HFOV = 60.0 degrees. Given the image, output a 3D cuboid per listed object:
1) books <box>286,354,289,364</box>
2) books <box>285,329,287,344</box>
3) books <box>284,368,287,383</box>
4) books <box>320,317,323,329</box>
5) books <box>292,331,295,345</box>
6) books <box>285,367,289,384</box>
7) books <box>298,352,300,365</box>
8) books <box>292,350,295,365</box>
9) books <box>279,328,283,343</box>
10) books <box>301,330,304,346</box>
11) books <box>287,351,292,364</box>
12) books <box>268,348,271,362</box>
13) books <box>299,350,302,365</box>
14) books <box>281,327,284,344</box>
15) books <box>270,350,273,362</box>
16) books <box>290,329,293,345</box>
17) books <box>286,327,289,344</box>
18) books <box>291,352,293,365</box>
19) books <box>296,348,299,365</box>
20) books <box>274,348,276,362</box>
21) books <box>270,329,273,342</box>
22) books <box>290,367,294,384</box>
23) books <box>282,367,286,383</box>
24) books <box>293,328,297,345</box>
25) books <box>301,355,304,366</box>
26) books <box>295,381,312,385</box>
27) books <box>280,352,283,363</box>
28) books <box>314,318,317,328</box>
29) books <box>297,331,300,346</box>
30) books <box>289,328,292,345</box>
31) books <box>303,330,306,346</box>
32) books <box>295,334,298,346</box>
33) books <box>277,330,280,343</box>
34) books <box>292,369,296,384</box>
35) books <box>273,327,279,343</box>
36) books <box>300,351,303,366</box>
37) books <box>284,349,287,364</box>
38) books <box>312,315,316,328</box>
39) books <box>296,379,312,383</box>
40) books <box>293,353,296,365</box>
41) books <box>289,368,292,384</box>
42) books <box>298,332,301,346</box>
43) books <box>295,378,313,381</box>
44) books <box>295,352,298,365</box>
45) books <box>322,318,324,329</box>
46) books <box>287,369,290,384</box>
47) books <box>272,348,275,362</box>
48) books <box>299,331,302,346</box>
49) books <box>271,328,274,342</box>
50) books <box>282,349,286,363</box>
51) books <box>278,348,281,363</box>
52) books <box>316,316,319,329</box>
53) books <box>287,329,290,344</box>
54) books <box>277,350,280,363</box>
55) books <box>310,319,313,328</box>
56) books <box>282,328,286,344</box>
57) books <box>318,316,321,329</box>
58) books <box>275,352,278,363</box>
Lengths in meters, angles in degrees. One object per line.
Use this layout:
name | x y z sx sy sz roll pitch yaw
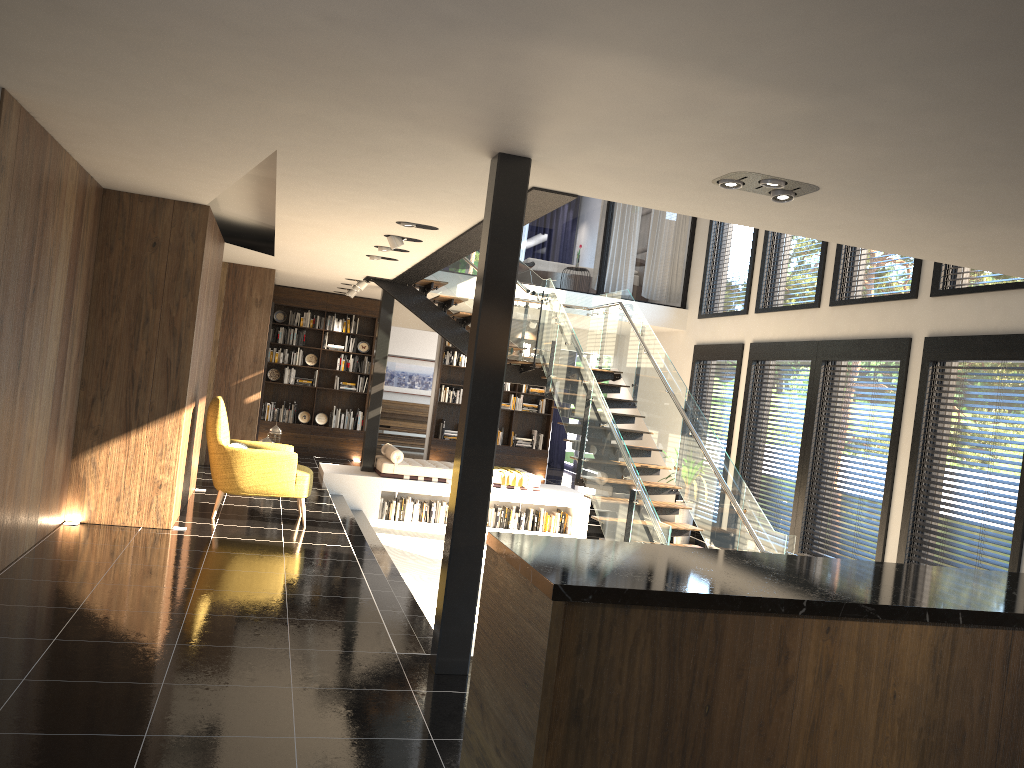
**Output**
books | -3.657 -0.410 14.419 0.026 0.167 0.173 7 0 -15
books | -3.664 -0.767 14.369 0.039 0.243 0.179 7 0 -15
books | -3.677 -0.138 14.393 0.026 0.257 0.192 7 0 -15
books | -3.121 -0.995 14.523 0.023 0.202 0.201 7 0 -15
books | -3.563 -0.743 14.430 0.024 0.220 0.123 7 0 -15
books | -3.658 -0.145 14.409 0.018 0.275 0.144 7 0 -15
books | -3.482 -0.410 14.469 0.018 0.210 0.157 7 0 -15
books | -3.564 -0.437 14.443 0.020 0.243 0.154 7 0 -15
books | -3.750 -0.783 14.364 0.035 0.255 0.183 7 0 -15
books | -3.421 -0.746 14.476 0.025 0.263 0.147 7 0 -15
books | -3.618 -0.430 14.436 0.053 0.216 0.151 7 0 -15
books | -3.930 -0.473 14.357 0.030 0.224 0.165 7 0 -15
books | -3.456 -0.432 14.463 0.021 0.260 0.197 7 0 -15
books | -3.722 -0.786 14.368 0.022 0.267 0.197 7 0 -15
books | -3.895 -0.452 14.362 0.045 0.192 0.164 7 0 -15
books | -3.588 -0.763 14.426 0.032 0.255 0.160 7 0 -15
books | -3.644 -0.787 14.405 0.015 0.287 0.154 7 0 -15
books | -3.577 -0.420 14.412 0.016 0.206 0.204 7 0 -15
books | -3.491 -0.449 14.450 0.018 0.284 0.198 7 0 -15
books | -3.846 -0.466 14.393 0.018 0.232 0.123 7 0 -15
books | -3.895 -0.781 14.351 0.023 0.215 0.148 7 0 -15
books | -3.583 -0.137 14.442 0.032 0.279 0.133 7 0 -15
books | -3.709 -0.145 14.422 0.020 0.264 0.152 7 0 -15
books | -3.529 -0.765 14.423 0.033 0.273 0.189 7 0 -15
books | -3.425 -0.388 14.485 0.015 0.181 0.136 7 0 -15
books | -3.409 -0.018 14.504 0.266 0.021 0.152 7 0 -17
books | -3.743 -0.428 14.388 0.035 0.180 0.164 7 0 -15
books | -3.212 -0.991 14.501 0.029 0.172 0.187 7 0 -15
books | -3.485 -0.743 14.461 0.028 0.240 0.148 7 0 -15
books | -3.605 -0.770 14.394 0.019 0.264 0.175 7 0 -15
books | -3.392 -0.745 14.484 0.035 0.266 0.133 7 0 -15
books | -3.504 -0.719 14.420 0.025 0.188 0.181 7 0 -15
books | -3.782 -0.762 14.357 0.025 0.204 0.192 7 0 -15
books | -3.559 -0.121 14.467 0.030 0.253 0.138 7 0 -15
books | -3.829 -0.793 14.370 0.066 0.255 0.127 7 0 -15
books | -3.442 -0.422 14.490 0.023 0.245 0.133 7 0 -15
books | -3.674 -0.448 14.399 0.026 0.237 0.164 7 0 -15
books | -3.246 -1.018 14.525 0.030 0.217 0.165 7 0 -15
books | -3.406 -0.045 14.504 0.244 0.033 0.142 7 0 -19
books | -3.543 -0.409 14.437 0.025 0.194 0.172 7 0 -15
books | -3.613 -0.134 14.442 0.024 0.265 0.147 7 0 -15
books | -3.462 -0.735 14.455 0.014 0.230 0.172 7 0 -15
books | -3.401 -0.069 14.492 0.293 0.016 0.174 7 0 -17
books | -3.523 -0.417 14.468 0.027 0.214 0.159 7 0 -15
books | -3.107 -0.989 14.561 0.024 0.194 0.182 7 0 -15
books | -3.642 -0.127 14.441 0.032 0.245 0.120 7 0 -15
books | -3.852 -0.469 14.342 0.022 0.235 0.194 7 0 -15
books | -3.444 -0.739 14.465 0.024 0.242 0.144 7 0 -15
books | -3.868 -0.786 14.339 0.023 0.231 0.143 7 0 -15
books | -3.709 -0.451 14.411 0.036 0.235 0.169 7 0 -15
books | -3.773 -0.459 14.408 0.019 0.236 0.139 7 0 -15
books | -3.187 -1.008 14.526 0.027 0.212 0.180 7 0 -15
books | -3.629 -0.769 14.407 0.018 0.256 0.172 7 0 -15
books | -3.794 -0.448 14.409 0.018 0.208 0.126 7 0 -15
books | -3.286 -0.989 14.525 0.040 0.149 0.125 7 0 -15
books | -3.700 -0.780 14.379 0.027 0.260 0.181 7 0 -15
books | -3.154 -1.004 14.528 0.039 0.212 0.171 7 0 -15
books | -3.818 -0.431 14.382 0.037 0.169 0.148 7 0 -15
